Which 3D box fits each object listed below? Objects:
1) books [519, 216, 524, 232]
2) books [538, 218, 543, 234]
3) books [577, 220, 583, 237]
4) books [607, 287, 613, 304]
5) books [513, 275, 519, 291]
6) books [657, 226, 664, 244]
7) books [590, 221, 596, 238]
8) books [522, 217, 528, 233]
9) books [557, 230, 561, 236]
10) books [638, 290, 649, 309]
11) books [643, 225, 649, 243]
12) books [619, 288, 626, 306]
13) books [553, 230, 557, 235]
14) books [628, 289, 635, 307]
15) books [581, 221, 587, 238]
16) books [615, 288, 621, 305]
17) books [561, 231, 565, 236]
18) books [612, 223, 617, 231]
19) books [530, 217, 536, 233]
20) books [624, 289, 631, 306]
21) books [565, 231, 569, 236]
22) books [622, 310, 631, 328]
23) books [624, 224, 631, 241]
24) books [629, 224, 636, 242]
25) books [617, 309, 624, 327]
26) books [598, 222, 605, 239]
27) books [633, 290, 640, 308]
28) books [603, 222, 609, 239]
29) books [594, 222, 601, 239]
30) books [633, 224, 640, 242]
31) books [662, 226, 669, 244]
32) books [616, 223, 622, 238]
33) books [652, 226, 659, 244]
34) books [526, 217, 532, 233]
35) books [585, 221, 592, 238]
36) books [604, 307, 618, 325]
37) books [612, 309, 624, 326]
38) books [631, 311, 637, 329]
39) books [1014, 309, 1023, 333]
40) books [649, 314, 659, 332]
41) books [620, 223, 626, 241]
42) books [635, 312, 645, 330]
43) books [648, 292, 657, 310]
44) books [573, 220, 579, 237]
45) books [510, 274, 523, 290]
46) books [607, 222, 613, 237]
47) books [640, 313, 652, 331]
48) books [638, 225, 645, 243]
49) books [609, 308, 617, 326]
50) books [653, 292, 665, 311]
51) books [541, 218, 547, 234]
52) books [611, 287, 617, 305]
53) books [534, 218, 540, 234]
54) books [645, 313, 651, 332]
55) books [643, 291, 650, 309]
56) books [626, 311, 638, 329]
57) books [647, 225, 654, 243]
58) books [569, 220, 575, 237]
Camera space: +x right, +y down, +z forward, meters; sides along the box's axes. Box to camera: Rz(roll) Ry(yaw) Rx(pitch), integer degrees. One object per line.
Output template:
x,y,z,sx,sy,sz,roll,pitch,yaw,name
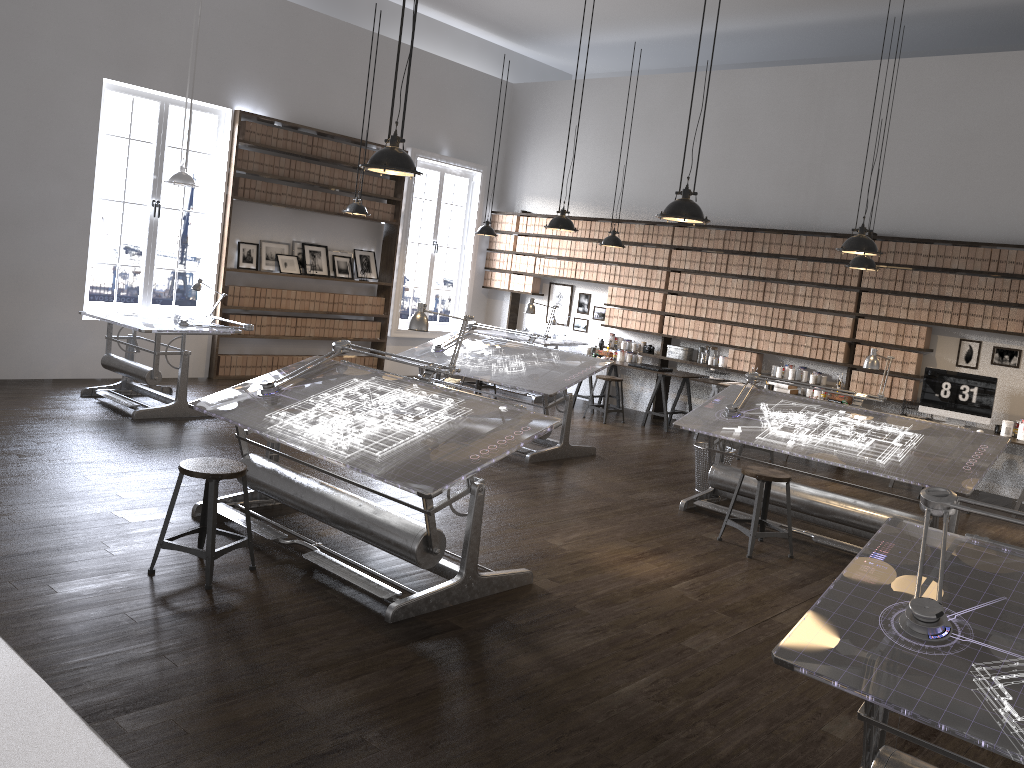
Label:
0.185,-2.250,12.551,0.067,0.224,0.174,11,7,41,books
0.453,-2.186,12.312,0.067,0.225,0.174,11,7,41,books
0.960,-2.066,11.858,0.067,0.224,0.174,11,7,41,books
1.318,-1.146,11.507,0.067,0.225,0.174,11,7,41,books
0.113,-1.432,12.582,0.067,0.224,0.174,11,7,41,books
1.893,-1.845,11.031,0.067,0.225,0.174,11,7,41,books
1.120,-2.028,11.719,0.067,0.225,0.174,11,7,41,books
0.237,-2.237,12.498,0.067,0.225,0.174,11,7,41,books
0.703,-2.127,12.088,0.067,0.225,0.174,11,7,41,books
1.679,-1.062,11.193,0.067,0.225,0.174,11,7,41,books
1.734,-1.882,11.162,0.067,0.225,0.174,11,7,41,books
1.467,-1.110,11.373,0.067,0.225,0.174,11,7,41,books
0.649,-2.139,12.131,0.067,0.225,0.174,11,7,41,books
1.573,-1.086,11.286,0.067,0.225,0.174,11,7,41,books
1.010,-2.054,11.817,0.067,0.224,0.174,11,7,41,books
1.421,-1.122,11.420,0.067,0.224,0.174,11,7,41,books
0.756,-2.115,12.043,0.067,0.225,0.174,11,7,41,books
1.375,-1.968,11.489,0.067,0.224,0.174,11,7,41,books
0.345,-2.211,12.402,0.067,0.225,0.174,11,7,41,books
1.521,-1.099,11.333,0.067,0.225,0.174,11,7,41,books
0.805,-2.102,11.994,0.067,0.225,0.174,11,7,41,books
1.495,-0.830,11.346,0.067,0.225,0.174,11,7,41,books
1.528,-1.931,11.354,0.067,0.225,0.174,11,7,41,books
1.581,-1.919,11.309,0.067,0.225,0.174,11,7,41,books
1.440,-0.843,11.389,0.067,0.225,0.174,11,7,41,books
1.225,-2.003,11.625,0.067,0.225,0.174,11,7,41,books
1.623,-1.074,11.236,0.067,0.225,0.174,11,7,41,books
1.277,-1.991,11.578,0.067,0.225,0.174,11,7,41,books
1.169,-2.016,11.668,0.067,0.225,0.174,11,7,41,books
1.630,-1.907,11.260,0.067,0.225,0.174,11,7,41,books
1.942,-1.833,10.982,0.067,0.225,0.174,11,7,41,books
1.421,-1.956,11.446,0.067,0.224,0.174,11,7,41,books
1.840,-1.858,11.076,0.067,0.225,0.174,11,7,41,books
0.296,-2.224,12.453,0.067,0.225,0.174,11,7,41,books
1.061,-2.041,11.764,0.067,0.225,0.174,11,7,41,books
1.290,-0.878,11.521,0.067,0.225,0.174,11,7,41,books
1.388,-0.855,11.438,0.067,0.224,0.174,11,7,41,books
1.596,-0.806,11.252,0.067,0.225,0.174,11,7,41,books
4.829,-0.594,8.388,0.067,0.225,0.174,11,7,41,books
1.801,-0.758,11.075,0.067,0.224,0.174,11,7,41,books
1.473,-1.944,11.397,0.067,0.225,0.174,11,7,41,books
1.648,-0.793,11.202,0.067,0.225,0.174,11,7,41,books
1.789,-1.035,11.095,0.067,0.224,0.174,11,7,41,books
0.910,-2.077,11.896,0.067,0.225,0.174,11,7,41,books
0.058,-1.445,12.629,0.067,0.225,0.174,11,7,41,books
1.323,-1.979,11.529,0.067,0.225,0.174,11,7,41,books
1.701,-0.780,11.154,0.067,0.225,0.174,11,7,41,books
1.681,-1.894,11.210,0.067,0.225,0.174,11,7,41,books
1.342,-0.866,11.481,0.067,0.224,0.174,11,7,41,books
1.843,-1.022,11.043,0.067,0.224,0.174,11,7,41,books
0.498,-2.174,12.263,0.067,0.225,0.174,11,7,41,books
1.373,-1.133,11.460,0.067,0.224,0.174,11,7,41,books
0.400,-2.199,12.359,0.067,0.225,0.174,11,7,41,books
1.751,-0.769,11.116,0.067,0.224,0.174,11,7,41,books
1.730,-1.048,11.140,0.067,0.225,0.174,11,7,41,books
1.547,-0.818,11.301,0.067,0.225,0.174,11,7,41,books
1.784,-1.871,11.124,0.067,0.224,0.174,11,7,41,books
0.857,-2.090,11.944,0.067,0.225,0.174,11,7,41,books
